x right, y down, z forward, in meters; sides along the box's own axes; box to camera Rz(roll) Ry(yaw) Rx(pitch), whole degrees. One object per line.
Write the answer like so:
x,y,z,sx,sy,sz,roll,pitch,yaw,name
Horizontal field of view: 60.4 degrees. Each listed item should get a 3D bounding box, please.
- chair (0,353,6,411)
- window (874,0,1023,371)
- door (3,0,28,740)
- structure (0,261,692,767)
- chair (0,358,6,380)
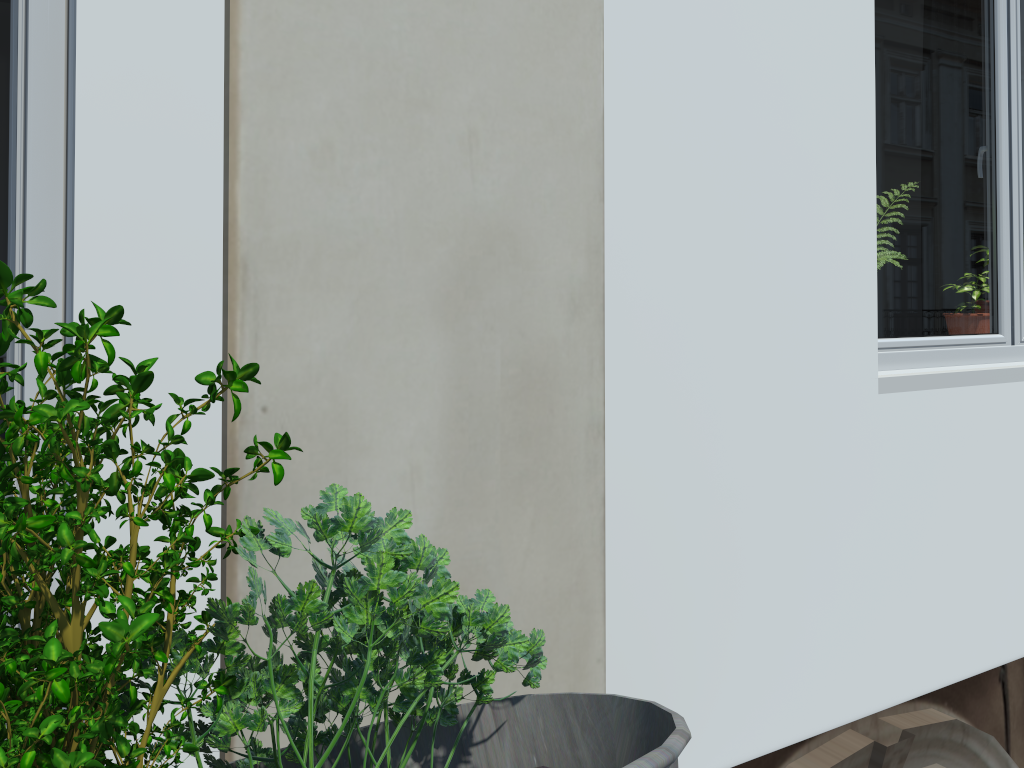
-1.507,0.243,3.011,0.510,0.844,0.466,0,0,-31,chair
1.436,-1.063,2.628,1.569,1.990,0.107,-1,-1,-31,window
-0.858,-0.250,1.562,0.105,2.029,0.585,1,-1,-25,door
-0.184,0.148,0.278,0.572,0.378,0.292,-3,3,-41,structure
-1.745,0.209,3.441,0.486,0.829,0.467,0,0,-32,chair
